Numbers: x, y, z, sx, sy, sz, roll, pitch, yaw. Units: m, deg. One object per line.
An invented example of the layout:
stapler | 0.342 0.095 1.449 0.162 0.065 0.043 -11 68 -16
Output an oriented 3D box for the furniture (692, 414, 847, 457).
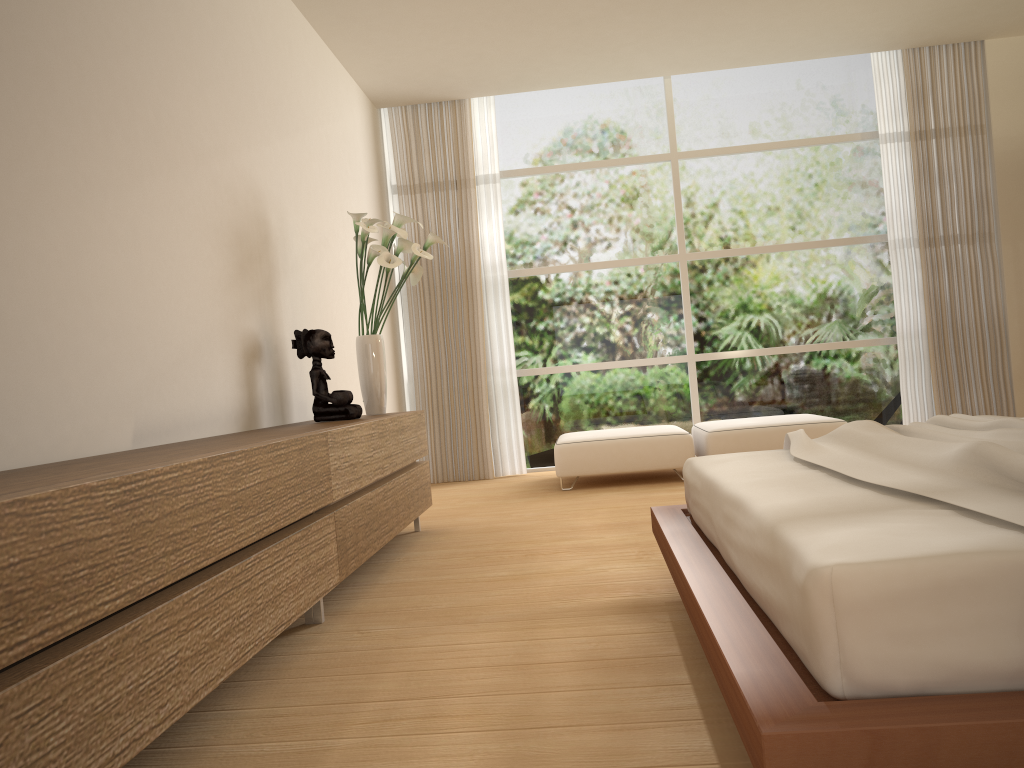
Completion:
furniture | 1.835 0.429 6.410 0.965 0.346 0.964 -5 0 5

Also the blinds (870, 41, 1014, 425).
blinds | 3.361 -1.212 6.929 0.814 3.351 0.202 -5 0 4

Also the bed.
bed | 1.690 0.343 2.151 2.535 0.570 2.599 -5 0 5

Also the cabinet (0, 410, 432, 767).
cabinet | -0.904 0.517 3.097 0.588 0.662 3.713 -5 0 5

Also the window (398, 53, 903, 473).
window | 1.420 -1.054 7.401 4.781 3.371 0.071 -5 0 5

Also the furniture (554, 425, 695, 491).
furniture | 0.806 0.518 6.496 0.965 0.346 0.964 -5 0 5

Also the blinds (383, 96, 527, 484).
blinds | -0.490 -0.880 7.304 0.950 3.352 0.211 -5 0 3

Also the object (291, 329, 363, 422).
object | -0.880 -0.048 4.246 0.282 0.453 0.181 -5 0 5

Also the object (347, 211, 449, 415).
object | -0.625 -0.391 4.717 0.515 1.085 0.608 -5 0 -37
